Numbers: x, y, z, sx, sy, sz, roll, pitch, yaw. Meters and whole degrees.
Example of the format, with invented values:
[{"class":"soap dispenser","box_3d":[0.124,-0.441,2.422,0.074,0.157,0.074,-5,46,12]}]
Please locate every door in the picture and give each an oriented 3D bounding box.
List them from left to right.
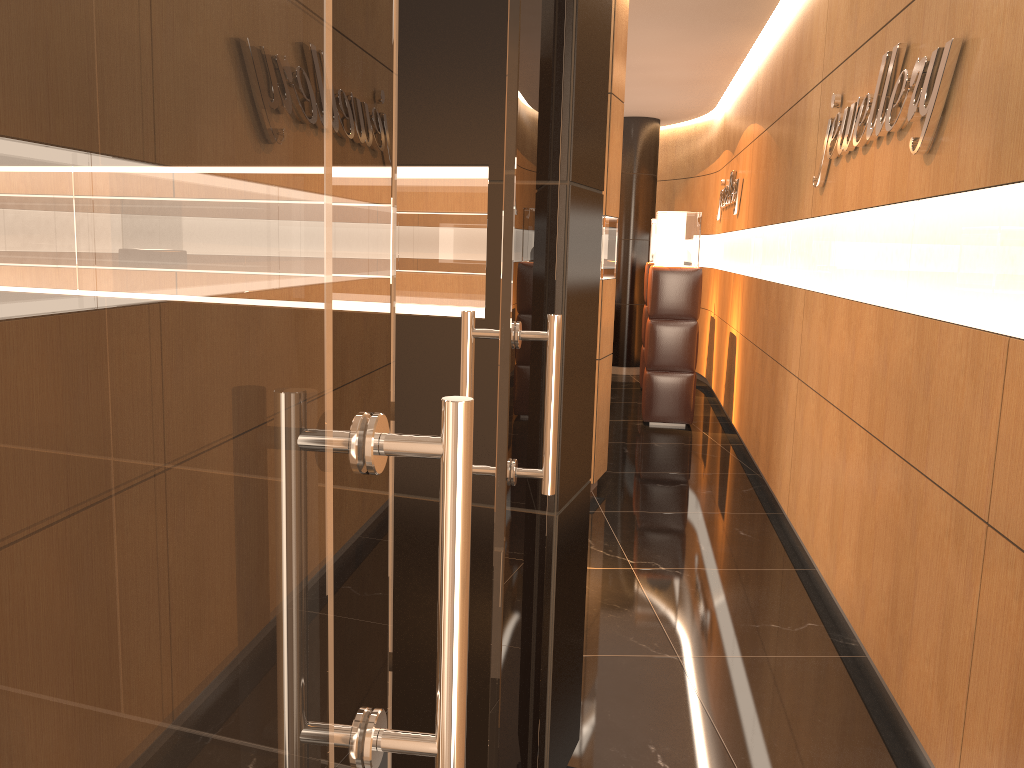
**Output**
[{"class":"door","box_3d":[-0.017,-0.164,1.077,0.098,3.285,2.473,3,9,7]}]

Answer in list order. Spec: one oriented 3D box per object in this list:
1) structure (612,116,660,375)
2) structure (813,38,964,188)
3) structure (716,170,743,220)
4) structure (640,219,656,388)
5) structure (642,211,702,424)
[{"class":"structure","box_3d":[1.573,-1.861,11.788,0.613,3.430,0.613,4,9,11]},{"class":"structure","box_3d":[1.519,-1.127,3.777,0.034,0.442,2.050,3,9,7]},{"class":"structure","box_3d":[2.242,-1.949,9.181,0.034,0.442,2.050,3,9,7]},{"class":"structure","box_3d":[1.801,-0.927,10.484,0.498,2.000,0.484,3,9,7]},{"class":"structure","box_3d":[1.530,-0.632,8.440,0.498,1.968,0.484,3,9,7]}]
